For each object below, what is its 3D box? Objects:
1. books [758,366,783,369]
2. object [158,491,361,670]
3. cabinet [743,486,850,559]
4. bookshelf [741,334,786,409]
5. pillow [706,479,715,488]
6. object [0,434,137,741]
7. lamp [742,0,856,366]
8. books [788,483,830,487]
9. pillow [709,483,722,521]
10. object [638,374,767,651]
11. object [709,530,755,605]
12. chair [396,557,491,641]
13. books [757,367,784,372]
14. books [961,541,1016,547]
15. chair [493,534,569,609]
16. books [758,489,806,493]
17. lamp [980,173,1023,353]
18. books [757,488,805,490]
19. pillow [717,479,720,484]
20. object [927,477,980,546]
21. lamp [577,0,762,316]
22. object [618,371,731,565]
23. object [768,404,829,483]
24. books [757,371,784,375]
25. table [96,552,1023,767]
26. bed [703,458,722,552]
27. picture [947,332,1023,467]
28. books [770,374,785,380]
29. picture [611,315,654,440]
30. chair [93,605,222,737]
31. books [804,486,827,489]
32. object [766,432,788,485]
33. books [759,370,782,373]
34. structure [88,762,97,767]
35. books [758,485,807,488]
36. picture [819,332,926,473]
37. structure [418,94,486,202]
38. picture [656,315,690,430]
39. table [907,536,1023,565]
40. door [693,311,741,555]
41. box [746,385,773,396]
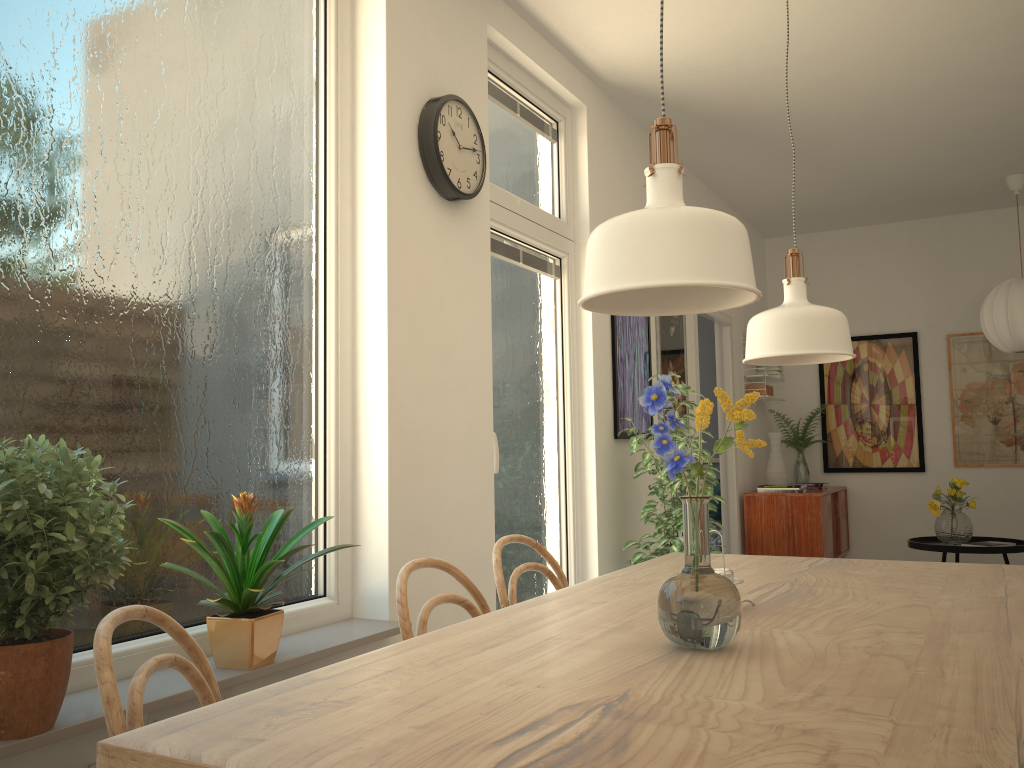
[{"bbox_3d":[2.140,-0.131,7.329,0.153,0.013,0.197,-4,-5,31],"label":"books"},{"bbox_3d":[-0.630,0.480,2.220,0.417,0.425,0.486,-4,-6,35],"label":"object"},{"bbox_3d":[2.245,1.187,6.903,0.546,0.728,1.262,-4,-5,28],"label":"cabinet"},{"bbox_3d":[2.033,-0.094,7.132,0.184,0.565,0.695,-4,-5,28],"label":"bookshelf"},{"bbox_3d":[1.540,0.958,7.295,0.237,0.338,0.437,-3,-5,26],"label":"pillow"},{"bbox_3d":[-0.931,0.375,1.694,0.383,0.561,0.394,-3,-5,26],"label":"object"},{"bbox_3d":[0.594,-0.845,1.951,0.229,1.597,0.229,2,-6,-27],"label":"lamp"},{"bbox_3d":[2.315,0.802,7.068,0.368,0.020,0.254,-4,-5,31],"label":"books"},{"bbox_3d":[1.779,0.974,7.404,0.237,0.385,0.766,-3,-5,26],"label":"pillow"},{"bbox_3d":[0.261,0.178,1.272,0.144,0.389,0.206,0,-5,-10],"label":"object"},{"bbox_3d":[0.355,0.324,1.545,0.095,0.138,0.154,-4,-5,28],"label":"object"},{"bbox_3d":[0.033,0.746,1.668,0.483,0.811,0.385,-3,-5,26],"label":"chair"},{"bbox_3d":[2.135,-0.114,7.322,0.173,0.023,0.190,-3,-5,28],"label":"books"},{"bbox_3d":[3.206,1.087,5.965,0.289,0.031,0.200,1,-5,-27],"label":"books"},{"bbox_3d":[0.205,0.781,2.143,0.483,0.811,0.385,-4,-6,31],"label":"chair"},{"bbox_3d":[1.993,0.786,6.534,0.320,0.020,0.237,-3,-5,24],"label":"books"},{"bbox_3d":[3.493,-0.832,6.080,0.536,1.230,0.535,2,-6,-28],"label":"lamp"},{"bbox_3d":[1.985,0.770,6.539,0.296,0.015,0.240,-3,-5,27],"label":"books"},{"bbox_3d":[1.733,0.993,7.624,0.220,0.385,0.387,-4,-6,29],"label":"pillow"},{"bbox_3d":[3.067,0.887,6.191,0.361,0.471,0.291,1,-5,-23],"label":"object"},{"bbox_3d":[0.185,-0.899,1.198,0.229,1.597,0.229,0,-5,-16],"label":"lamp"},{"bbox_3d":[0.791,0.653,4.285,0.514,1.425,0.568,1,-5,-19],"label":"object"},{"bbox_3d":[2.417,0.511,7.369,0.476,0.686,0.398,-4,-6,30],"label":"object"},{"bbox_3d":[2.132,-0.081,7.319,0.168,0.021,0.197,-4,-5,31],"label":"books"},{"bbox_3d":[0.416,0.758,1.420,0.894,0.749,1.797,-4,-5,28],"label":"table"},{"bbox_3d":[1.173,1.141,7.678,1.655,0.974,0.933,-4,-5,28],"label":"bed"},{"bbox_3d":[3.857,0.108,6.854,0.838,1.053,0.012,-4,-6,28],"label":"picture"},{"bbox_3d":[2.142,-0.053,7.321,0.179,0.038,0.190,-3,-5,28],"label":"books"},{"bbox_3d":[0.642,-0.205,4.729,0.018,1.000,0.545,-4,-6,28],"label":"picture"},{"bbox_3d":[-0.313,0.716,1.222,0.483,0.811,0.385,-1,-5,1],"label":"chair"},{"bbox_3d":[2.300,0.823,7.068,0.371,0.022,0.259,-3,-5,28],"label":"books"},{"bbox_3d":[2.038,0.597,6.839,0.158,0.446,0.160,1,-5,-22],"label":"object"},{"bbox_3d":[2.139,-0.096,7.335,0.147,0.012,0.195,-3,-5,26],"label":"books"},{"bbox_3d":[-0.699,0.930,2.029,0.113,0.279,1.028,-4,-5,28],"label":"structure"},{"bbox_3d":[1.994,0.754,6.535,0.311,0.015,0.192,-4,-5,32],"label":"books"},{"bbox_3d":[2.958,0.162,7.333,0.778,1.134,0.018,-4,-6,28],"label":"picture"},{"bbox_3d":[-0.204,-0.845,3.181,0.074,0.372,0.371,-4,-5,28],"label":"structure"},{"bbox_3d":[0.966,-0.159,5.327,0.020,0.869,0.525,-4,-6,28],"label":"picture"},{"bbox_3d":[3.141,1.272,6.086,0.760,0.386,0.760,-6,-7,44],"label":"table"},{"bbox_3d":[1.046,0.506,6.332,0.882,2.034,0.955,-4,-6,28],"label":"door"},{"bbox_3d":[1.947,0.059,6.963,0.152,0.084,0.265,-4,-5,29],"label":"box"}]
